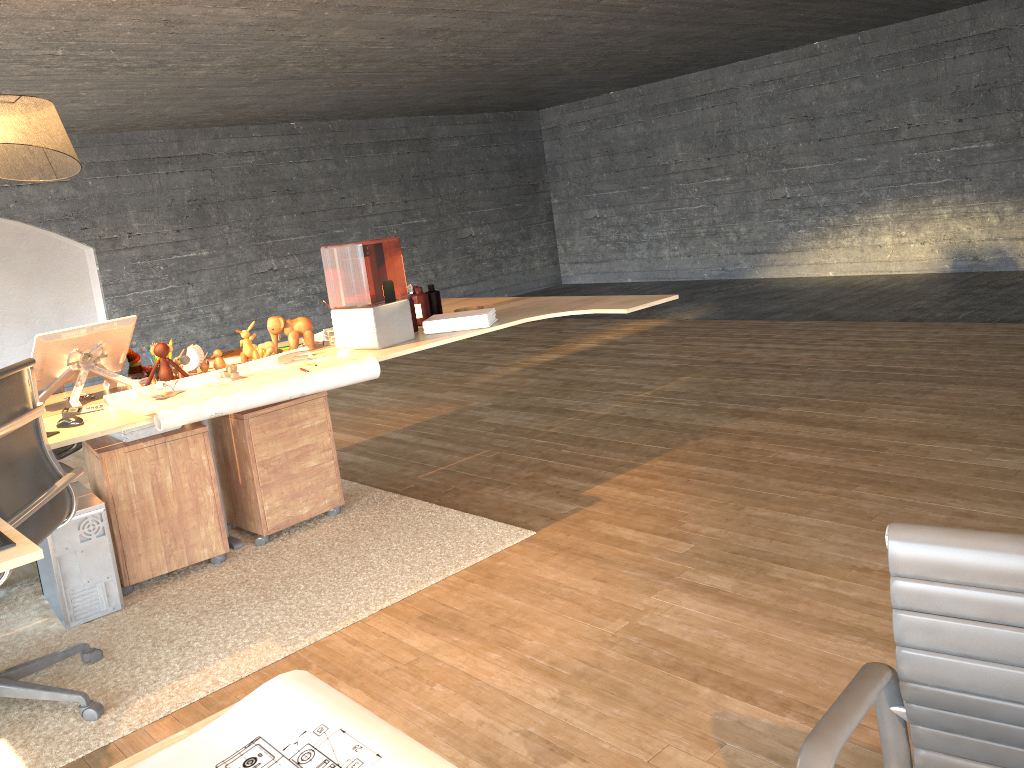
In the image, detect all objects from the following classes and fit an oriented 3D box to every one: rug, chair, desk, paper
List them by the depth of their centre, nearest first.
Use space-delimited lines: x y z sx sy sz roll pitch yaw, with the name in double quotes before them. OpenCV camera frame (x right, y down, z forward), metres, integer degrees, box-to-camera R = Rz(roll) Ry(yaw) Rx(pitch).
"paper" -0.174 0.471 0.601 0.589 0.112 0.853 -18 15 -40
"chair" 0.585 0.639 0.722 0.652 0.849 0.695 -2 10 35
"desk" 1.156 0.509 1.258 3.552 0.730 1.638 -18 14 -39
"chair" -1.566 0.494 2.470 0.686 1.003 0.660 -9 8 -7
"rug" -1.245 0.789 3.284 2.229 0.005 1.603 -18 15 -40
"paper" -1.019 0.010 3.367 0.862 0.112 0.582 -18 15 -40
"chair" -2.127 0.395 3.696 0.652 0.849 0.695 -7 9 6
"desk" -1.082 0.295 3.770 3.514 0.729 3.264 -18 15 -40

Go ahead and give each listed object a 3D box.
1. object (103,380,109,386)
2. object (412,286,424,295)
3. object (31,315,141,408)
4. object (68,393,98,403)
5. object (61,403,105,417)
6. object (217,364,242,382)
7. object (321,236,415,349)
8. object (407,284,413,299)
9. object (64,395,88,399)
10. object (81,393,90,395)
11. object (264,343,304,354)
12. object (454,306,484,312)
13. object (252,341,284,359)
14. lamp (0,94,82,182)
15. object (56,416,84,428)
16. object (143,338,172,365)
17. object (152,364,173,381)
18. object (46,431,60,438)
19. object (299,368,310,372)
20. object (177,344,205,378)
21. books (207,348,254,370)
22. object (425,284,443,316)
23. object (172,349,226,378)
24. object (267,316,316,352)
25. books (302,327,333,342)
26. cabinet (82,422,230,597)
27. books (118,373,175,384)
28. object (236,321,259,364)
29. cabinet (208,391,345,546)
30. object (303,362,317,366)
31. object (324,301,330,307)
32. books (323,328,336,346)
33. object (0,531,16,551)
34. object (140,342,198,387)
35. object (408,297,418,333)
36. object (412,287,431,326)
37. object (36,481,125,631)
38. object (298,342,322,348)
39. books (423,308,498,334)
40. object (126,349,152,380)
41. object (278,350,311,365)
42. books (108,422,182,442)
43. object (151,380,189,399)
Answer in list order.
"object" -1.745 -0.059 3.795 0.045 0.130 0.046 -1 10 44
"object" -0.474 -0.399 4.426 0.080 0.185 0.079 -13 9 -33
"object" -1.679 -0.087 3.477 0.286 0.296 0.401 -1 12 39
"object" -1.690 0.055 3.474 0.108 0.024 0.097 -14 13 -26
"object" -1.564 0.090 3.224 0.139 0.022 0.110 -12 12 -21
"object" -1.125 -0.044 3.492 0.049 0.055 0.130 -15 13 -40
"object" -0.631 -0.398 3.864 0.269 0.453 0.225 -2 10 39
"object" -0.526 -0.386 4.349 0.096 0.212 0.098 -15 10 -43
"object" -1.750 0.053 3.557 0.125 0.009 0.012 -6 10 11
"object" -1.773 0.040 3.641 0.147 0.007 0.008 3 14 41
"object" -1.101 -0.164 4.166 0.251 0.009 0.109 -15 13 -29
"object" -0.206 -0.340 4.288 0.146 0.054 0.149 -3 12 25
"object" -1.098 -0.152 3.930 0.144 0.080 0.183 -10 11 -11
"lamp" -1.891 0.497 0.433 0.385 1.907 6.336 -7 11 5
"object" -1.494 0.125 2.986 0.100 0.033 0.060 -3 12 23
"object" -1.437 -0.093 3.629 0.104 0.174 0.102 -2 10 35
"object" -1.435 -0.046 3.633 0.077 0.081 0.077 -12 10 -22
"object" -1.620 0.220 2.670 0.186 0.011 0.498 -5 12 14
"object" -0.809 -0.054 3.443 0.012 0.009 0.126 -13 13 -27
"object" -1.330 -0.092 3.663 0.099 0.134 0.156 -9 10 -6
"books" -1.250 -0.120 3.943 0.260 0.053 0.295 -8 12 0
"object" -0.389 -0.400 4.374 0.080 0.185 0.079 -13 9 -33
"object" -1.332 -0.101 3.745 0.217 0.119 0.074 -12 9 -22
"object" -1.006 -0.232 4.019 0.199 0.175 0.131 -11 9 -17
"books" -0.842 -0.263 4.374 0.321 0.044 0.308 -16 14 -35
"cabinet" -1.465 0.471 3.588 0.429 0.565 0.474 -13 10 -33
"books" -1.540 -0.030 3.807 0.329 0.012 0.218 0 14 35
"object" -1.128 -0.171 3.777 0.085 0.187 0.095 -10 8 -17
"cabinet" -1.071 0.347 3.912 0.432 0.565 0.426 -16 11 -43
"object" -0.821 -0.082 3.587 0.008 0.007 0.147 -14 13 -31
"object" -0.801 -0.356 4.142 0.152 0.101 0.077 -10 9 -12
"books" -0.763 -0.235 4.126 0.231 0.069 0.179 -15 13 -32
"object" -1.230 0.327 1.899 0.189 0.011 0.491 -18 15 -40
"object" -1.400 -0.081 3.559 0.226 0.176 0.095 -10 8 -13
"object" -0.489 -0.331 4.112 0.080 0.185 0.080 -11 8 -23
"object" -0.442 -0.380 4.312 0.080 0.185 0.080 -11 8 -23
"object" -1.659 0.631 3.331 0.202 0.406 0.482 -13 11 -35
"object" -0.989 -0.185 4.176 0.127 0.013 0.144 -3 13 22
"books" -0.237 -0.290 4.045 0.309 0.057 0.225 -6 12 9
"object" -1.571 -0.088 3.716 0.103 0.142 0.107 -5 9 23
"object" -0.913 -0.112 3.704 0.135 0.042 0.022 -9 8 -4
"books" -1.497 0.136 3.558 0.223 0.108 0.310 -17 14 -38
"object" -1.288 0.012 3.317 0.053 0.063 0.162 -6 11 16
